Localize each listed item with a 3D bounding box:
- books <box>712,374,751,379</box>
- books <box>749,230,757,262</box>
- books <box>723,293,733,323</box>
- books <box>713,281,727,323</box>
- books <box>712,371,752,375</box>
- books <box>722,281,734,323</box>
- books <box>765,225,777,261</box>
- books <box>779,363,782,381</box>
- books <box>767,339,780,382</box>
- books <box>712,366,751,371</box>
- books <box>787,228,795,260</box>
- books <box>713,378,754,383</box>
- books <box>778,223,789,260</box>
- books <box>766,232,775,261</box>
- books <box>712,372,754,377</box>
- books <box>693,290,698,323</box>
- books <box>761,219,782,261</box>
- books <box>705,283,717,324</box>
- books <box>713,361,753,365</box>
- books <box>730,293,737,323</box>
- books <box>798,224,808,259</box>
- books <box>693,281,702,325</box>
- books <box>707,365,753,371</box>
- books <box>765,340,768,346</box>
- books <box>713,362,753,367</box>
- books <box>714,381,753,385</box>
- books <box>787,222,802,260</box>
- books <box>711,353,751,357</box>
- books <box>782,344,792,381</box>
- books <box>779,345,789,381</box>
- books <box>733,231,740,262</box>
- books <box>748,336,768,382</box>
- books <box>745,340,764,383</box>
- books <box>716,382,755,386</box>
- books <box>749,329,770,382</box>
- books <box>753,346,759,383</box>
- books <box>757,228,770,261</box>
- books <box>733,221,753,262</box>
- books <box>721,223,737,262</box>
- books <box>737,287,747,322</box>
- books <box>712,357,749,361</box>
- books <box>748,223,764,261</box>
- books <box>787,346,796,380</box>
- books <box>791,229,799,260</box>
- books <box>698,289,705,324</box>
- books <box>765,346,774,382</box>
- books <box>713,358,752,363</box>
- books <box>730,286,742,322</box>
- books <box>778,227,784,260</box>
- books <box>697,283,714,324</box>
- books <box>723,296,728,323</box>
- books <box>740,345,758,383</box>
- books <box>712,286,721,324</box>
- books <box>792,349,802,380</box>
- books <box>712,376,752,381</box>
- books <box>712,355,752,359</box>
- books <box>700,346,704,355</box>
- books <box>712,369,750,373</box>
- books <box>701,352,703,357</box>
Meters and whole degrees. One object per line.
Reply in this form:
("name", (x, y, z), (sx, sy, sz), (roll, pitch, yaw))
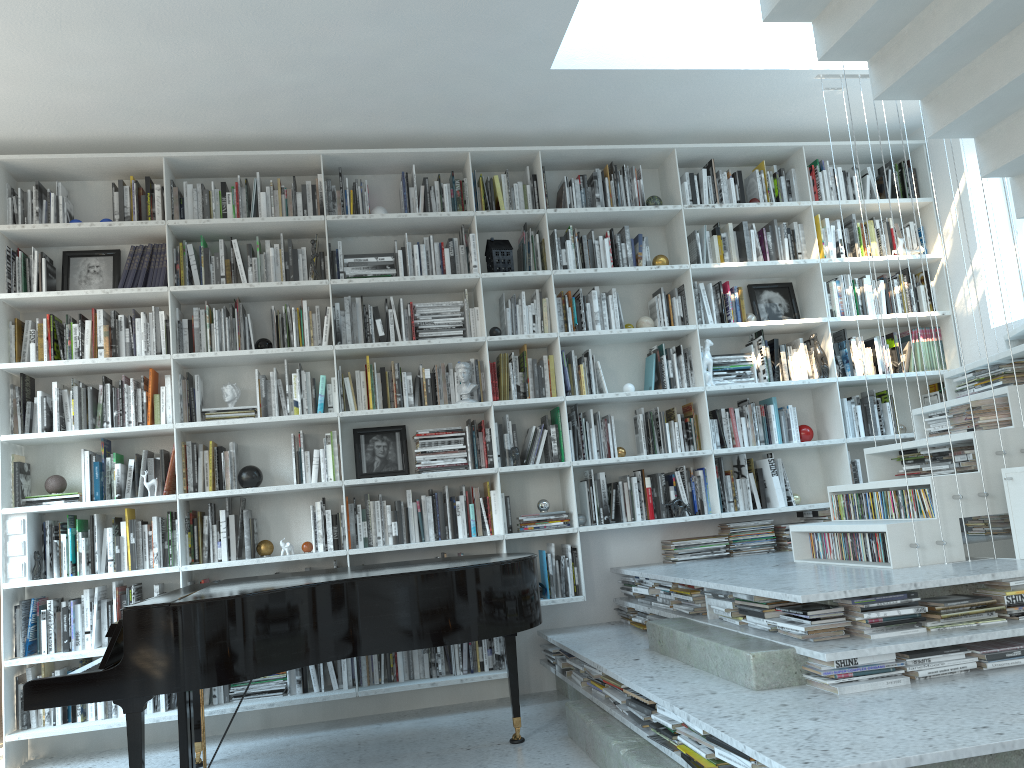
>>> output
("books", (1.308, -0.031, 5.413), (0.254, 0.012, 0.161), (-4, -9, -9))
("books", (1.469, -0.822, 5.534), (0.030, 0.229, 0.187), (-4, -8, -11))
("books", (1.306, -0.436, 5.452), (0.013, 0.206, 0.190), (-4, -8, -11))
("books", (1.268, -0.471, 5.464), (0.012, 0.287, 0.177), (-4, -8, -11))
("books", (1.308, -0.056, 5.410), (0.254, 0.012, 0.161), (-3, -9, -16))
("books", (1.313, -0.473, 5.471), (0.014, 0.284, 0.176), (-4, -8, -11))
("books", (1.610, -0.845, 5.583), (0.023, 0.263, 0.156), (-4, -8, -11))
("books", (1.626, -0.121, 5.500), (0.010, 0.277, 0.129), (-4, -8, -11))
("books", (1.596, -0.125, 5.468), (0.059, 0.281, 0.167), (-4, -8, -11))
("books", (1.308, -0.080, 5.414), (0.254, 0.012, 0.161), (-5, -8, -6))
("books", (1.719, -0.842, 5.597), (0.030, 0.240, 0.162), (-4, -8, -11))
("books", (1.311, -0.008, 5.403), (0.285, 0.012, 0.160), (-5, -8, -6))
("books", (1.687, -0.856, 5.586), (0.036, 0.271, 0.177), (-4, -8, -11))
("books", (1.587, -0.822, 5.566), (0.031, 0.217, 0.165), (-4, -8, -11))
("books", (1.308, -0.043, 5.415), (0.285, 0.012, 0.160), (-3, -9, -13))
("books", (1.098, -0.439, 5.454), (0.030, 0.253, 0.128), (-4, -8, -11))
("books", (1.633, -0.864, 5.576), (0.022, 0.294, 0.181), (-4, -8, -11))
("books", (1.212, -0.464, 5.468), (0.012, 0.284, 0.160), (-4, -8, -11))
("books", (1.304, -0.116, 5.418), (0.285, 0.012, 0.160), (-3, -9, -16))
("books", (1.339, -0.439, 5.474), (0.033, 0.212, 0.153), (-4, -8, -11))
("books", (1.808, -0.859, 5.619), (0.031, 0.265, 0.169), (-4, -8, -11))
("books", (1.120, -0.466, 5.449), (0.015, 0.300, 0.140), (-4, -8, -11))
("books", (1.306, -0.091, 5.420), (0.285, 0.012, 0.160), (-3, -9, -14))
("books", (1.559, -0.120, 5.474), (0.013, 0.280, 0.131), (-4, -8, -11))
("books", (1.304, -0.103, 5.424), (0.285, 0.012, 0.160), (-4, -9, -9))
("books", (1.312, 0.004, 5.404), (0.254, 0.012, 0.161), (-3, -9, -15))
("books", (1.778, -0.866, 5.617), (0.026, 0.283, 0.147), (-4, -8, -11))
("books", (1.299, -0.162, 5.432), (0.285, 0.012, 0.160), (-4, -9, -9))
("books", (1.679, -0.111, 5.505), (0.031, 0.249, 0.133), (-4, -8, -11))
("books", (1.651, -0.108, 5.481), (0.031, 0.242, 0.147), (-4, -8, -11))
("books", (1.373, -0.816, 5.541), (0.025, 0.238, 0.143), (-4, -8, -11))
("books", (1.511, -0.130, 5.442), (0.011, 0.299, 0.184), (-4, -8, -11))
("books", (1.495, -0.118, 5.465), (0.012, 0.284, 0.160), (-4, -8, -11))
("books", (1.313, 0.016, 5.402), (0.285, 0.012, 0.160), (-4, -8, -7))
("books", (1.519, -0.150, 5.446), (0.010, 0.338, 0.180), (-4, -8, -11))
("books", (1.470, -0.096, 5.465), (0.023, 0.246, 0.138), (-4, -8, -11))
("books", (1.553, -0.832, 5.554), (0.014, 0.239, 0.189), (-4, -8, -11))
("books", (1.408, -0.840, 5.498), (0.032, 0.265, 0.246), (-4, -8, -11))
("books", (1.347, -0.841, 5.530), (0.026, 0.287, 0.156), (-4, -8, -11))
("books", (1.389, -0.459, 5.475), (0.026, 0.243, 0.178), (-4, -8, -11))
("books", (1.301, -0.138, 5.428), (0.254, 0.012, 0.161), (-4, -9, -9))
("books", (1.516, -0.848, 5.575), (0.048, 0.282, 0.162), (-4, -8, -11))
("books", (1.709, -0.106, 5.508), (0.028, 0.235, 0.129), (-4, -8, -11))
("books", (1.757, -0.840, 5.613), (0.022, 0.233, 0.158), (-4, -8, -11))
("books", (1.136, -0.442, 5.439), (0.011, 0.247, 0.156), (-4, -8, -11))
("books", (1.542, -0.100, 5.450), (0.030, 0.236, 0.179), (-4, -8, -11))
("books", (1.302, -0.126, 5.427), (0.285, 0.012, 0.160), (-4, -9, -9))
("books", (1.364, -0.460, 5.481), (0.021, 0.253, 0.167), (-4, -8, -11))
("books", (1.663, -0.842, 5.589), (0.011, 0.248, 0.152), (-4, -8, -11))
("books", (1.171, -0.464, 5.454), (0.065, 0.288, 0.146), (-4, -8, -11))
("books", (1.282, -0.460, 5.479), (0.020, 0.266, 0.152), (-4, -8, -11))
("books", (1.456, -0.101, 5.445), (0.012, 0.253, 0.161), (-4, -8, -11))
("books", (1.238, -0.456, 5.481), (0.043, 0.268, 0.131), (-4, -8, -11))
("books", (1.737, -0.098, 5.505), (0.025, 0.212, 0.155), (-4, -8, -11))
("books", (1.309, -0.020, 5.407), (0.254, 0.012, 0.161), (-4, -8, -7))
("books", (1.300, -0.150, 5.430), (0.285, 0.012, 0.160), (-3, -9, -13))
("books", (1.139, -0.085, 5.398), (0.028, 0.267, 0.138), (-4, -8, -11))
("books", (1.305, -0.066, 5.422), (0.254, 0.012, 0.161), (-4, -9, -11))
("books", (1.120, -0.066, 5.361), (0.027, 0.221, 0.184), (-4, -8, -11))
